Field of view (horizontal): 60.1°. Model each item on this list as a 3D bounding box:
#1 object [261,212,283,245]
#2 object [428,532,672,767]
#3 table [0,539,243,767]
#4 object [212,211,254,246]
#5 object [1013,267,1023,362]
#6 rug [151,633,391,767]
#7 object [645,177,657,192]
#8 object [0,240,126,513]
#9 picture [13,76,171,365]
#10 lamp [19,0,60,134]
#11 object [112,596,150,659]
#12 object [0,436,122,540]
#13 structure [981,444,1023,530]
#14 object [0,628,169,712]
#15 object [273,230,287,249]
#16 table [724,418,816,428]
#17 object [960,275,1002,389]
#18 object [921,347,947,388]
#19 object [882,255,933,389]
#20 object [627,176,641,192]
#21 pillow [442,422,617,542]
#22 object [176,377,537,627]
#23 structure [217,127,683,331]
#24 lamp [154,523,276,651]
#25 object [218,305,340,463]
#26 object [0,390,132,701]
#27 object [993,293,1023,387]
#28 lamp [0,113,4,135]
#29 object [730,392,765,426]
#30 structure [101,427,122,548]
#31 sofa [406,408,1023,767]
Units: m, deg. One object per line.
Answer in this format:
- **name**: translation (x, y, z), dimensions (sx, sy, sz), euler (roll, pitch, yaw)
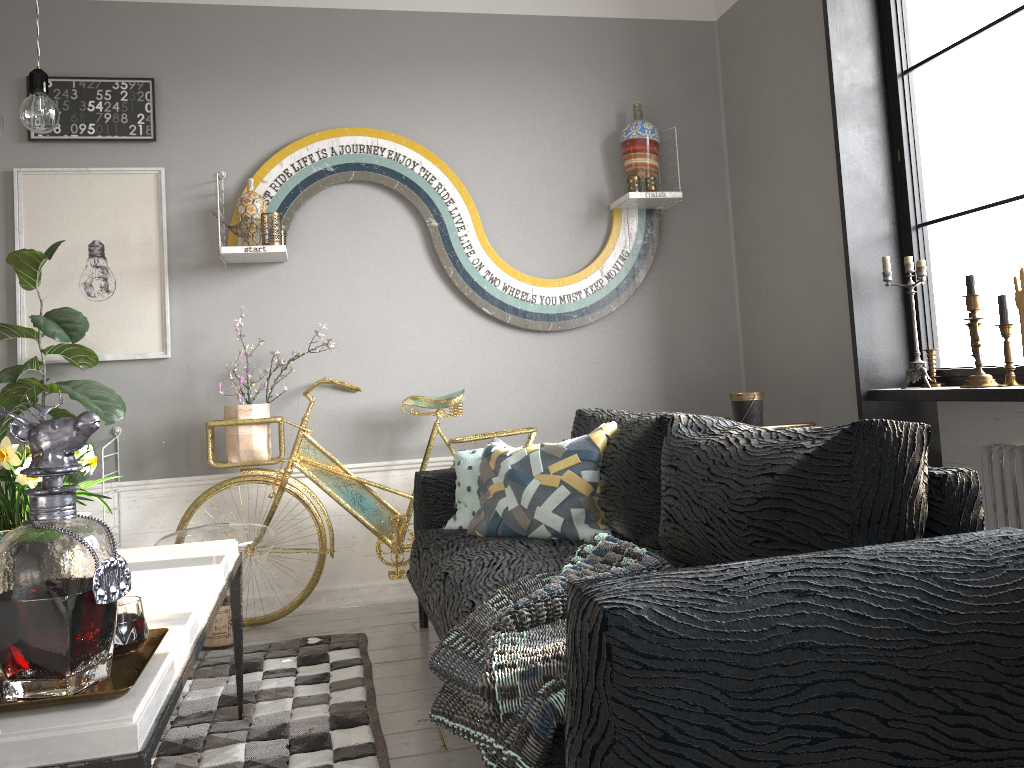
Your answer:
- **object**: translation (-0.987, -0.627, 3.634), dimensions (0.086, 0.140, 0.085), euler (-2, -3, -20)
- **object**: translation (0.122, 0.525, 1.758), dimensions (0.490, 0.330, 0.664), euler (-3, -1, -17)
- **table**: translation (-0.952, 0.702, 1.704), dimensions (0.732, 0.513, 1.451), euler (-3, -1, -13)
- **object**: translation (-1.128, -0.630, 3.588), dimensions (0.196, 0.166, 0.060), euler (-4, -4, 21)
- **object**: translation (1.615, -0.196, 2.363), dimensions (0.134, 0.411, 0.660), euler (-3, -1, -11)
- **rug**: translation (-1.139, 0.955, 1.873), dimensions (1.771, 0.034, 2.518), euler (-3, 0, -12)
- **object**: translation (0.624, -0.896, 3.976), dimensions (0.050, 0.058, 0.050), euler (-2, -3, -23)
- **object**: translation (-1.788, 0.040, 3.391), dimensions (0.565, 1.155, 0.415), euler (-5, -4, 27)
- **picture**: translation (-4.575, -0.457, 0.969), dimensions (7.297, 1.802, 4.025), euler (-3, -1, -13)
- **lamp**: translation (-1.497, -1.256, 1.420), dimensions (1.396, 1.543, 0.074), euler (-1, -4, -43)
- **object**: translation (-0.740, 0.392, 1.395), dimensions (0.279, 0.088, 0.245), euler (-3, -1, -35)
- **object**: translation (-0.952, 0.268, 1.734), dimensions (0.325, 0.352, 0.350), euler (-3, -2, -10)
- **structure**: translation (1.773, 0.407, 2.425), dimensions (0.149, 0.429, 1.219), euler (-3, -1, -14)
- **object**: translation (-0.654, 0.417, 1.291), dimensions (0.247, 0.015, 0.317), euler (-3, 0, -13)
- **object**: translation (-0.979, -0.600, 3.713), dimensions (0.062, 0.082, 0.062), euler (-2, -3, -37)
- **table**: translation (0.968, 0.502, 3.751), dimensions (0.339, 0.682, 0.739), euler (-3, -2, -13)
- **object**: translation (1.499, -0.176, 2.860), dimensions (0.123, 0.377, 0.122), euler (-3, -4, -8)
- **object**: translation (1.513, -0.064, 3.187), dimensions (0.084, 0.152, 0.084), euler (-3, -3, -9)
- **object**: translation (1.425, -0.227, 3.180), dimensions (0.144, 0.492, 0.162), euler (-5, -4, 23)
- **object**: translation (0.551, -0.891, 3.995), dimensions (0.060, 0.079, 0.060), euler (-2, -3, -24)
- **pillow**: translation (0.078, 0.326, 3.018), dimensions (0.444, 0.363, 0.795), euler (-2, -1, -30)
- **object**: translation (-0.537, 0.448, 3.641), dimensions (1.627, 0.974, 0.424), euler (-3, -3, -21)
- **structure**: translation (-0.227, -0.696, 3.871), dimensions (2.023, 0.960, 0.265), euler (-3, -4, -13)
- **lamp**: translation (-1.093, 0.745, 3.284), dimensions (0.432, 0.439, 0.432), euler (-4, -2, 18)
- **object**: translation (-0.952, -0.007, 3.564), dimensions (0.488, 0.644, 0.252), euler (-4, -3, 5)
- **object**: translation (-0.641, 0.215, 1.245), dimensions (0.155, 0.419, 0.148), euler (-4, -4, 7)
- **object**: translation (1.566, -0.142, 2.800), dimensions (0.075, 0.302, 0.075), euler (-5, -4, 18)
- **lamp**: translation (-1.632, -1.248, 1.451), dimensions (1.396, 1.543, 0.074), euler (-1, -4, -43)
- **object**: translation (0.951, 0.116, 3.573), dimensions (0.141, 0.161, 0.138), euler (-5, -3, 25)
- **structure**: translation (-2.911, 0.496, 3.170), dimensions (2.777, 0.488, 0.306), euler (-3, -3, -13)
- **sofa**: translation (0.275, 0.493, 2.412), dimensions (0.971, 0.800, 2.332), euler (-3, -1, -13)
